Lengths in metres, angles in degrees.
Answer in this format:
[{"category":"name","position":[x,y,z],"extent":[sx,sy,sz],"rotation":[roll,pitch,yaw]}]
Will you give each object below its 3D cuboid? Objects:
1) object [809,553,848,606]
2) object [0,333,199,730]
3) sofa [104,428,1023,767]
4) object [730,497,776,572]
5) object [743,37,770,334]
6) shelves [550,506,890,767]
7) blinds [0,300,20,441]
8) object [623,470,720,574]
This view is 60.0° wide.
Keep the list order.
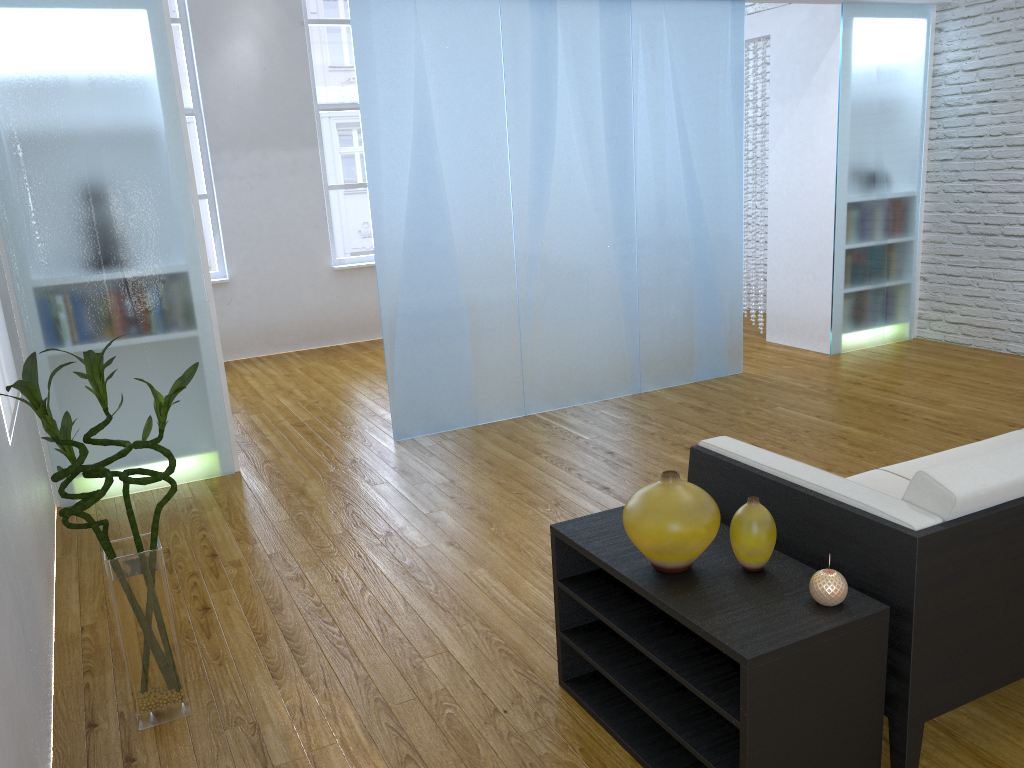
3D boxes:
[{"category":"object","position":[0.617,0.377,1.727],"extent":[0.071,0.105,0.070],"rotation":[-3,15,2]},{"category":"object","position":[-0.977,0.397,2.140],"extent":[0.483,0.988,0.378],"rotation":[7,19,35]},{"category":"sofa","position":[1.267,0.170,3.124],"extent":[5.325,0.684,9.668],"rotation":[-10,15,-25]},{"category":"object","position":[0.511,0.318,1.879],"extent":[0.095,0.162,0.095],"rotation":[1,16,15]},{"category":"object","position":[1.558,-1.390,6.447],"extent":[0.051,2.032,0.917],"rotation":[-11,17,-25]},{"category":"shelves","position":[0.425,0.608,2.014],"extent":[0.348,0.455,0.726],"rotation":[-11,16,-25]},{"category":"blinds","position":[-1.703,-0.924,2.632],"extent":[0.007,2.129,0.757],"rotation":[-11,17,-25]},{"category":"object","position":[0.343,0.293,1.908],"extent":[0.207,0.217,0.205],"rotation":[0,15,16]}]
